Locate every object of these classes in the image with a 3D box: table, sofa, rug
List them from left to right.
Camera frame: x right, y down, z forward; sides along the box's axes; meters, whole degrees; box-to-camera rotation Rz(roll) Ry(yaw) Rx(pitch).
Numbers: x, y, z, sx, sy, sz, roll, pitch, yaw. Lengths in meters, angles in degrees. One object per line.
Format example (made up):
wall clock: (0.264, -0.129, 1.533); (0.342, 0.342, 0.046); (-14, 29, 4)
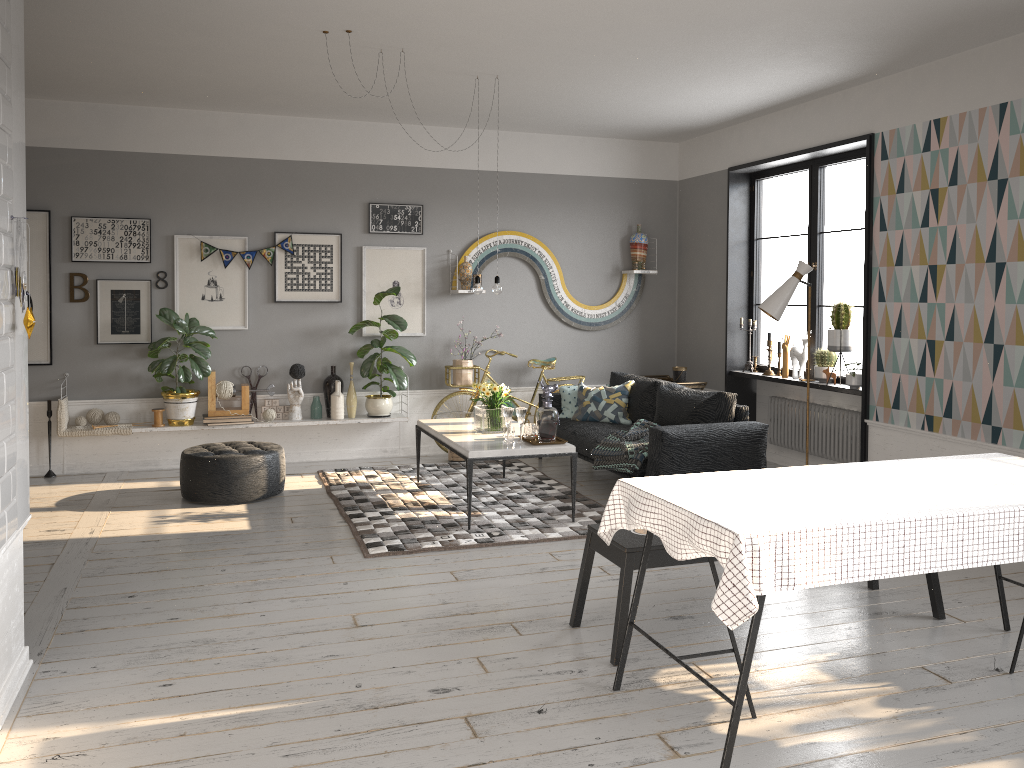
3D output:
rug: (-0.385, 0.811, 6.401); (1.770, 0.034, 2.536); (-2, 6, -19)
table: (-0.162, 0.589, 6.231); (0.732, 0.509, 1.462); (-1, 6, -19)
sofa: (0.991, 0.377, 7.054); (0.970, 0.795, 2.350); (-1, 6, -19)
table: (1.529, 0.287, 8.466); (0.339, 0.677, 0.745); (-1, 4, -19)
table: (1.404, 0.758, 3.245); (2.026, 0.782, 0.935); (-1, 5, -19)

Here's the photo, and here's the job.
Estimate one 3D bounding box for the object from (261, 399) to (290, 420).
object: (-2.025, 0.215, 7.616); (0.265, 0.173, 0.078); (-1, 3, -13)

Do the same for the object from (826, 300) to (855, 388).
object: (2.469, -0.314, 6.640); (0.236, 0.668, 0.229); (2, 3, 42)

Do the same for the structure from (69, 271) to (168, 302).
structure: (-3.213, -0.798, 7.245); (0.739, 0.262, 0.024); (-1, 2, -19)

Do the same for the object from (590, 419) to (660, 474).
object: (0.910, 0.468, 6.388); (0.490, 0.328, 0.669); (-2, 5, -24)

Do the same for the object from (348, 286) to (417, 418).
object: (-1.130, -0.283, 7.753); (0.567, 1.147, 0.417); (1, 3, 21)

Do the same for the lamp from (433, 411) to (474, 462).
lamp: (-0.480, 0.462, 7.792); (0.432, 0.436, 0.434); (1, 4, 12)

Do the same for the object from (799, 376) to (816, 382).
object: (2.371, -0.072, 7.082); (0.123, 0.099, 0.123); (1, 4, 4)

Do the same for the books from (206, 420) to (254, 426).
books: (-2.362, 0.311, 7.387); (0.368, 0.021, 0.297); (-2, 6, -24)

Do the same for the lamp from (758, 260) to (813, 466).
lamp: (2.146, 0.061, 5.646); (1.246, 1.698, 0.682); (-1, 3, -21)

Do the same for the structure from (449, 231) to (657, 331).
structure: (0.419, -0.972, 8.337); (2.022, 0.953, 0.267); (-1, 3, -19)

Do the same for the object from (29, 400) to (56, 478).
object: (-3.756, 0.392, 6.985); (0.279, 0.699, 0.092); (-1, 2, -27)

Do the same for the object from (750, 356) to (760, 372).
object: (2.174, -0.183, 7.912); (0.084, 0.151, 0.085); (0, 3, -15)

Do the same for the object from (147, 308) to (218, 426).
object: (-2.689, -0.142, 7.195); (0.510, 0.961, 0.547); (-1, 3, -34)

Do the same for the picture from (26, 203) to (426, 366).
picture: (-3.588, -0.677, 4.981); (7.294, 1.789, 4.055); (-2, 5, -19)

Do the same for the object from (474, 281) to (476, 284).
object: (-0.316, -0.902, 8.104); (0.062, 0.081, 0.062); (-3, 5, -43)

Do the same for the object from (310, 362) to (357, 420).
object: (-1.543, 0.055, 7.660); (0.332, 0.487, 0.286); (2, 3, 31)

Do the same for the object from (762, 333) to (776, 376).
object: (2.204, -0.261, 7.574); (0.123, 0.374, 0.123); (0, 2, -14)

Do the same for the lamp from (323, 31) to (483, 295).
lamp: (-0.665, -1.346, 5.717); (0.074, 1.532, 1.398); (2, 4, 40)

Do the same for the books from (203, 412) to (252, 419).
books: (-2.378, 0.264, 7.386); (0.379, 0.017, 0.230); (-2, 6, -22)

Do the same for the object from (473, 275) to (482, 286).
object: (-0.314, -0.922, 8.022); (0.086, 0.139, 0.086); (-1, 3, -26)

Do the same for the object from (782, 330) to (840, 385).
object: (2.376, -0.224, 7.091); (0.134, 0.408, 0.665); (0, 5, -18)

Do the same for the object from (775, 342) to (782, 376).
object: (2.275, -0.218, 7.525); (0.076, 0.300, 0.076); (1, 2, 12)

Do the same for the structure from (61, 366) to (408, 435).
structure: (-2.252, 0.129, 7.450); (2.776, 0.485, 0.309); (-2, 3, -19)

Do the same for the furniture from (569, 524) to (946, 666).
furniture: (1.120, 0.847, 3.987); (1.669, 0.454, 0.467); (-2, 4, -19)

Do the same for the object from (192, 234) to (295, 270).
object: (-2.279, -1.137, 7.524); (0.914, 0.338, 0.057); (-2, 3, -19)

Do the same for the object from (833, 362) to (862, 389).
object: (2.499, -0.065, 6.476); (0.246, 0.203, 0.171); (-1, 4, -16)

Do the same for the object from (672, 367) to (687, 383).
object: (1.561, -0.076, 8.250); (0.141, 0.160, 0.139); (2, 4, 19)

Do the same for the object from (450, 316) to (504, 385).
object: (-0.317, -0.301, 8.015); (0.488, 0.639, 0.254); (0, 2, -1)

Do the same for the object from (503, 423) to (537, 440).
object: (0.105, 0.326, 5.917); (0.279, 0.087, 0.247); (-4, 7, -41)

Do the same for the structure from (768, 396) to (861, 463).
structure: (2.482, 0.373, 7.227); (0.149, 0.426, 1.228); (-1, 5, -21)

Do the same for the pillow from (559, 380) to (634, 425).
pillow: (0.741, 0.139, 7.619); (0.444, 0.361, 0.801); (-3, 6, -37)

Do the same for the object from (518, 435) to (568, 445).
object: (0.200, 0.367, 5.826); (0.247, 0.015, 0.319); (-2, 6, -19)

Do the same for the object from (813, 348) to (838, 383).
object: (2.471, -0.153, 6.959); (0.213, 0.282, 0.235); (-3, 5, -45)

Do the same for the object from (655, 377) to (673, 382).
object: (1.483, -0.042, 8.600); (0.247, 0.015, 0.319); (-2, 6, -19)

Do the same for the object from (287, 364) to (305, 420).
object: (-1.846, 0.066, 7.572); (0.155, 0.482, 0.137); (0, 2, -19)

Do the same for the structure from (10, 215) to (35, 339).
structure: (-1.768, -0.383, 3.197); (0.078, 0.446, 0.134); (-1, 3, -31)

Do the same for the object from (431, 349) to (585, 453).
object: (0.053, 0.163, 8.182); (1.627, 0.967, 0.427); (-2, 3, -27)

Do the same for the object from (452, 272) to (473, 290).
object: (-0.448, -0.928, 7.960); (0.197, 0.165, 0.060); (1, 3, 15)

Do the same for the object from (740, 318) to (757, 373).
object: (2.099, -0.349, 7.880); (0.145, 0.489, 0.162); (1, 2, 17)

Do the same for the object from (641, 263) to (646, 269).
object: (1.265, -1.134, 8.519); (0.050, 0.058, 0.050); (-2, 4, -29)

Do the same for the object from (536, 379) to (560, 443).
object: (0.232, 0.172, 5.762); (0.156, 0.416, 0.149); (0, 2, 1)

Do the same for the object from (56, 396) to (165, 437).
object: (-3.202, 0.251, 7.102); (0.785, 0.306, 0.330); (-1, 4, -18)

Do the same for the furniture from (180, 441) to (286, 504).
furniture: (-2.032, 0.630, 6.454); (0.736, 0.355, 0.737); (-3, 6, -32)

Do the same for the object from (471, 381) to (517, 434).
object: (-0.134, 0.158, 6.219); (0.325, 0.350, 0.353); (-1, 4, -17)

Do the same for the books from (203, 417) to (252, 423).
books: (-2.372, 0.288, 7.378); (0.384, 0.029, 0.261); (-2, 6, -18)

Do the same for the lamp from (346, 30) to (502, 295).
lamp: (-0.528, -1.343, 5.700); (0.074, 1.532, 1.398); (2, 4, 40)

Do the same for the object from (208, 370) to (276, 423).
object: (-2.260, 0.104, 7.415); (0.546, 0.439, 0.239); (-1, 3, -19)

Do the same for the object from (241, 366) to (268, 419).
object: (-2.206, 0.074, 7.587); (0.221, 0.462, 0.019); (-1, 2, -19)

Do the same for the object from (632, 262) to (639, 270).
object: (1.191, -1.135, 8.529); (0.060, 0.079, 0.060); (-2, 4, -30)

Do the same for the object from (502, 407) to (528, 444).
object: (0.017, 0.270, 5.747); (0.167, 0.226, 0.082); (0, 2, -7)
